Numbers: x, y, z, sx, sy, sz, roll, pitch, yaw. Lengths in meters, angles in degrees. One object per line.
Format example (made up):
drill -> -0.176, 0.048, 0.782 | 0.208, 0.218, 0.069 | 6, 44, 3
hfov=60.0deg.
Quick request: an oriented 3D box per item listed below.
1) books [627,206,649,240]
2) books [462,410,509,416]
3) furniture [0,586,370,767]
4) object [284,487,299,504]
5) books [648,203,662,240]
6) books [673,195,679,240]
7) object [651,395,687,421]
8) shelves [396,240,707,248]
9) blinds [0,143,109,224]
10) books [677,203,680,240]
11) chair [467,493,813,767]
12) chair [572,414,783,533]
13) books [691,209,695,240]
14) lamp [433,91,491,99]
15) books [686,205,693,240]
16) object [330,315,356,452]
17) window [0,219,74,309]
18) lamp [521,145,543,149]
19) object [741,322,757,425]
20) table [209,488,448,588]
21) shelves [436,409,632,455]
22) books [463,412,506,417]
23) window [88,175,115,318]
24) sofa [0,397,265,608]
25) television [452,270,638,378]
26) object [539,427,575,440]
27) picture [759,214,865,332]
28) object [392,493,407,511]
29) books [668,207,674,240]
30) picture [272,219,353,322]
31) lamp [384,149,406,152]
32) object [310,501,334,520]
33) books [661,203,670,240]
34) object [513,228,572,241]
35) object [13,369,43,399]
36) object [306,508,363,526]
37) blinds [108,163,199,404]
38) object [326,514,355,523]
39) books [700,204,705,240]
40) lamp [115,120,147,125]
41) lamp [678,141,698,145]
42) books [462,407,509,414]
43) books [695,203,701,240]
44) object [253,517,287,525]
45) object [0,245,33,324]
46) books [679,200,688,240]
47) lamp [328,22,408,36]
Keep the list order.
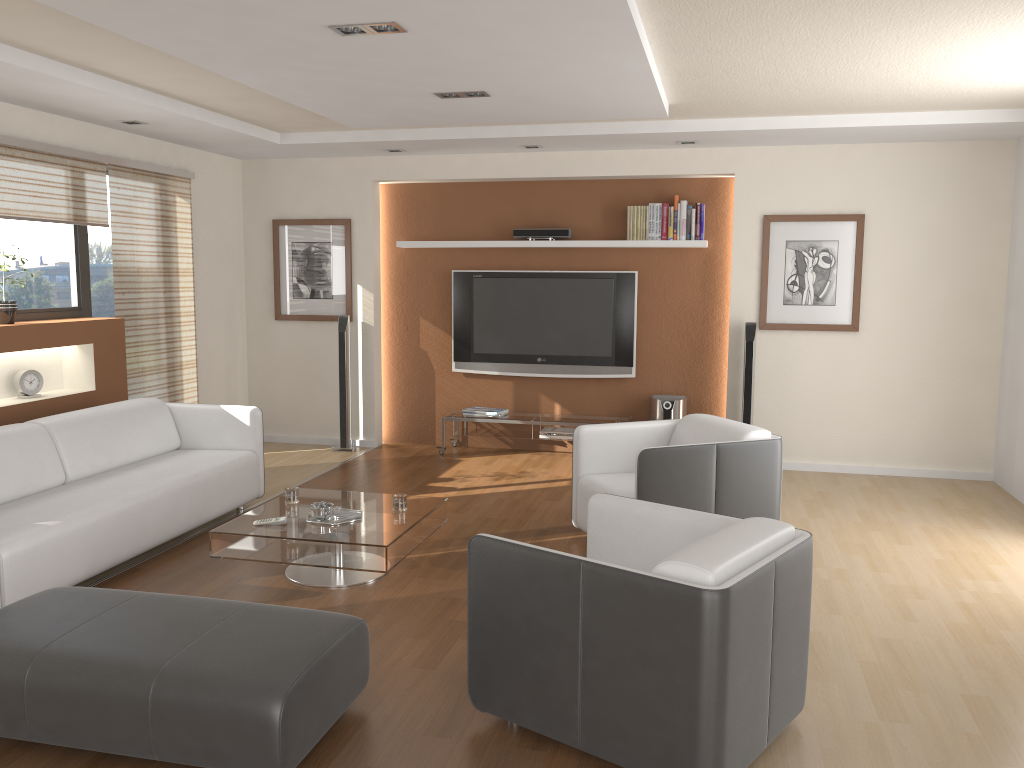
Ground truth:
books -> 1.034, -1.307, 7.240 | 0.167, 0.275, 0.195 | 2, 7, 13
books -> -0.226, 0.234, 7.564 | 0.326, 0.017, 0.228 | 4, 8, 30
furniture -> -1.201, 0.946, 2.997 | 1.291, 0.301, 0.685 | 2, 7, 13
object -> -1.176, 0.595, 4.739 | 0.079, 0.077, 0.079 | 1, 7, 2
books -> 1.168, -1.313, 7.210 | 0.104, 0.295, 0.146 | 2, 7, 13
books -> 1.325, -1.338, 7.166 | 0.028, 0.358, 0.169 | 2, 7, 13
object -> 1.278, 0.371, 7.277 | 0.286, 0.518, 0.323 | 2, 7, 13
shelves -> 0.298, -1.171, 7.429 | 2.612, 0.050, 0.200 | 2, 7, 13
blinds -> -2.957, -1.231, 5.424 | 0.001, 0.441, 1.432 | 2, 7, 13
books -> 1.349, -1.305, 7.165 | 0.022, 0.293, 0.167 | 2, 7, 13
chair -> 0.441, 0.779, 3.008 | 0.919, 0.661, 0.767 | 6, 9, 38
chair -> 0.911, 0.567, 4.956 | 0.919, 0.706, 0.767 | -2, 7, -21
books -> 1.461, -1.279, 7.140 | 0.028, 0.248, 0.169 | 2, 7, 13
lamp -> -0.276, -1.649, 4.927 | 0.291, 0.087, 0.146 | 2, 7, 13
books -> 1.429, -1.295, 7.152 | 0.041, 0.278, 0.157 | 2, 7, 13
object -> -1.440, -0.008, 7.658 | 0.228, 1.165, 0.215 | 1, 7, 8
window -> -3.391, -0.850, 4.830 | 0.010, 0.986, 2.817 | 2, 7, 13
lamp -> 0.156, -1.887, 6.904 | 0.146, 0.087, 0.146 | 2, 7, 13
object -> 1.834, 0.107, 6.886 | 0.228, 1.165, 0.215 | 3, 7, 18
table -> -0.896, 0.810, 4.551 | 0.900, 0.300, 0.900 | 2, 7, 13
shelves -> 0.183, 0.437, 7.501 | 1.617, 0.340, 0.444 | 2, 7, 13
books -> -0.226, 0.246, 7.565 | 0.326, 0.017, 0.228 | 2, 7, 16
window -> -2.943, -0.503, 6.782 | 0.010, 2.162, 0.889 | 2, 7, 13
sofa -> -2.319, 0.541, 4.811 | 0.919, 0.661, 2.238 | 2, 7, 13
television -> 0.262, -0.512, 7.567 | 1.594, 0.900, 0.097 | 2, 7, 13
object -> 0.469, 0.412, 7.403 | 0.435, 0.052, 0.274 | 2, 7, 13
picture -> 2.297, -0.852, 6.813 | 0.734, 0.884, 0.025 | 2, 7, 13
object -> -0.583, 0.615, 4.606 | 0.079, 0.077, 0.079 | 1, 7, 2
books -> 1.289, -1.292, 7.171 | 0.041, 0.266, 0.186 | 2, 7, 13
picture -> -1.749, -0.995, 7.767 | 0.734, 0.884, 0.025 | 2, 7, 13
lamp -> -0.948, -1.926, 7.165 | 0.146, 0.087, 0.146 | 2, 7, 13
object -> -0.950, 0.630, 4.438 | 0.118, 0.079, 0.117 | 3, 7, 20
books -> 1.245, -1.308, 7.188 | 0.053, 0.293, 0.169 | 2, 7, 13
object -> 0.255, -1.251, 7.426 | 0.470, 0.109, 0.182 | 2, 7, 13
object -> -3.040, -0.004, 5.577 | 0.096, 0.176, 0.160 | 4, 8, 28
object -> -0.889, 0.665, 4.452 | 0.315, 0.011, 0.273 | 3, 7, 20
blinds -> -2.678, -0.500, 6.717 | 0.001, 2.200, 0.980 | 2, 7, 13
object -> -0.846, 0.658, 4.398 | 0.147, 0.035, 0.051 | -5, 8, -35
books -> 1.529, -1.295, 7.122 | 0.029, 0.286, 0.169 | 2, 7, 13
lamp -> -2.535, -1.783, 5.906 | 0.146, 0.087, 0.146 | 2, 7, 13
lamp -> 1.317, -1.846, 6.631 | 0.146, 0.087, 0.146 | 2, 7, 13
books -> -0.226, 0.222, 7.562 | 0.326, 0.017, 0.228 | 4, 8, 25
books -> 1.495, -1.300, 7.129 | 0.041, 0.293, 0.169 | 2, 7, 13
object -> -1.180, 0.670, 4.327 | 0.158, 0.029, 0.064 | 0, 7, -5
object -> -3.027, -0.597, 5.327 | 0.342, 0.477, 0.268 | 1, 7, 3
books -> 1.383, -1.313, 7.150 | 0.050, 0.313, 0.179 | 2, 7, 13
lamp -> -0.589, -1.492, 3.623 | 0.291, 0.087, 0.146 | 2, 7, 13
